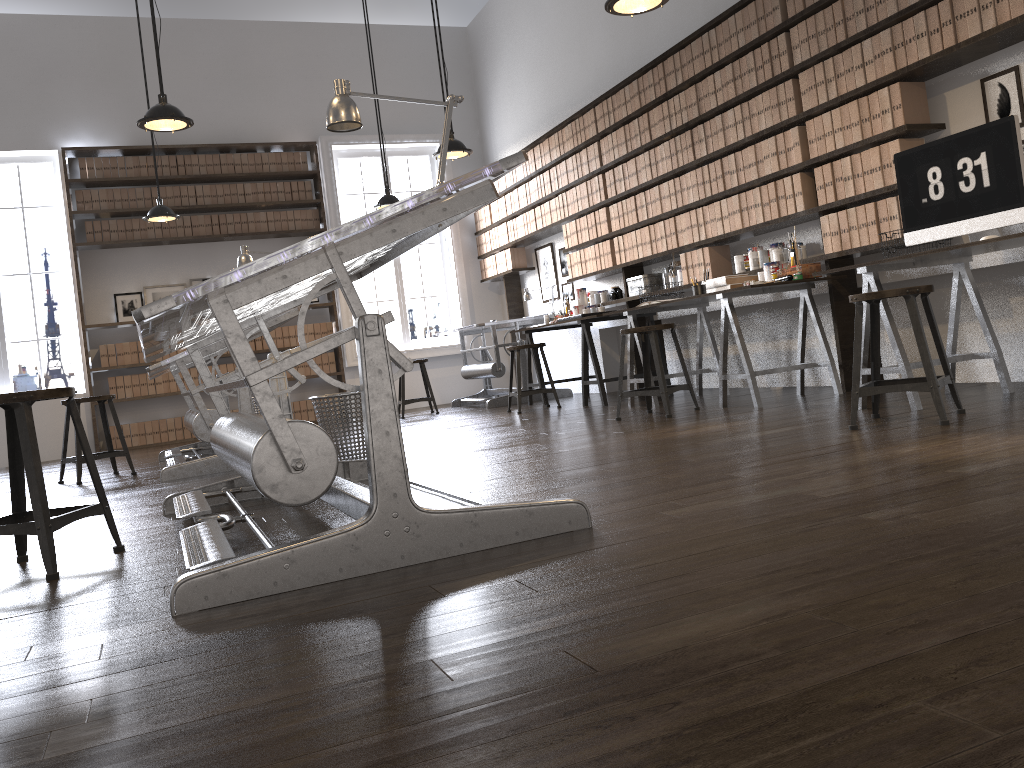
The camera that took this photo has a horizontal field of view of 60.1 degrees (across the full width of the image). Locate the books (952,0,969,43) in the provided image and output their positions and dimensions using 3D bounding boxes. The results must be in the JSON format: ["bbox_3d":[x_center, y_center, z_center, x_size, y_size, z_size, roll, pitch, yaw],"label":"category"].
[{"bbox_3d":[2.137,-1.690,4.093,0.175,0.226,0.066,-7,-1,-22],"label":"books"}]

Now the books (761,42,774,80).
[{"bbox_3d":[1.602,-1.933,5.326,0.175,0.226,0.066,-7,-1,-22],"label":"books"}]

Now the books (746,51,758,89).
[{"bbox_3d":[1.548,-1.931,5.462,0.175,0.226,0.066,-7,-1,-22],"label":"books"}]

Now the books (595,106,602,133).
[{"bbox_3d":[0.788,-2.173,7.268,0.175,0.226,0.066,-7,-1,-22],"label":"books"}]

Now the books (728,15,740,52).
[{"bbox_3d":[1.466,-2.204,5.584,0.175,0.226,0.066,-7,-1,-22],"label":"books"}]

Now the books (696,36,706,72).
[{"bbox_3d":[1.332,-2.198,5.911,0.175,0.226,0.066,-7,-1,-22],"label":"books"}]

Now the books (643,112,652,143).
[{"bbox_3d":[1.081,-1.910,6.613,0.175,0.226,0.066,-7,-1,-22],"label":"books"}]

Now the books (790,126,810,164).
[{"bbox_3d":[1.729,-1.388,5.168,0.175,0.226,0.066,-7,-1,-22],"label":"books"}]

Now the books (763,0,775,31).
[{"bbox_3d":[1.597,-2.211,5.270,0.175,0.226,0.066,-7,-1,-22],"label":"books"}]

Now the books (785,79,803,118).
[{"bbox_3d":[1.698,-1.664,5.177,0.175,0.226,0.066,-7,-1,-22],"label":"books"}]

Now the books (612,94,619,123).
[{"bbox_3d":[0.894,-2.178,7.012,0.175,0.226,0.066,-7,-1,-22],"label":"books"}]

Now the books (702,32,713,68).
[{"bbox_3d":[1.359,-2.199,5.844,0.175,0.226,0.066,-7,-1,-22],"label":"books"}]

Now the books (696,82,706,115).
[{"bbox_3d":[1.346,-1.922,5.974,0.175,0.226,0.066,-7,-1,-22],"label":"books"}]

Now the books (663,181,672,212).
[{"bbox_3d":[1.209,-1.364,6.461,0.175,0.226,0.066,-7,-1,-22],"label":"books"}]

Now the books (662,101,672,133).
[{"bbox_3d":[1.183,-1.914,6.358,0.175,0.226,0.066,-7,-1,-22],"label":"books"}]

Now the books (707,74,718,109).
[{"bbox_3d":[1.393,-1.924,5.842,0.175,0.226,0.066,-7,-1,-22],"label":"books"}]

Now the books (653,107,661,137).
[{"bbox_3d":[1.136,-1.912,6.485,0.175,0.226,0.066,-7,-1,-22],"label":"books"}]

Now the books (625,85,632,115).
[{"bbox_3d":[0.970,-2.181,6.814,0.175,0.226,0.066,-7,-1,-22],"label":"books"}]

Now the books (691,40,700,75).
[{"bbox_3d":[1.312,-2.197,5.971,0.175,0.226,0.066,-7,-1,-22],"label":"books"}]

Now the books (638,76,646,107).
[{"bbox_3d":[1.046,-2.185,6.633,0.175,0.226,0.066,-7,-1,-22],"label":"books"}]

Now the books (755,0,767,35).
[{"bbox_3d":[1.571,-2.209,5.336,0.175,0.226,0.066,-7,-1,-22],"label":"books"}]

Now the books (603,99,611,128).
[{"bbox_3d":[0.834,-2.175,7.141,0.175,0.226,0.066,-7,-1,-22],"label":"books"}]

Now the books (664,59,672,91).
[{"bbox_3d":[1.182,-2.191,6.298,0.175,0.226,0.066,-7,-1,-22],"label":"books"}]

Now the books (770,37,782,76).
[{"bbox_3d":[1.634,-1.935,5.260,0.175,0.226,0.066,-7,-1,-22],"label":"books"}]

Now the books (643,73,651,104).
[{"bbox_3d":[1.073,-2.186,6.567,0.175,0.226,0.066,-7,-1,-22],"label":"books"}]

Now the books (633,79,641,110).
[{"bbox_3d":[1.016,-2.183,6.693,0.175,0.226,0.066,-7,-1,-22],"label":"books"}]

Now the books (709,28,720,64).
[{"bbox_3d":[1.389,-2.201,5.778,0.175,0.226,0.066,-7,-1,-22],"label":"books"}]

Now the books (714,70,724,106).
[{"bbox_3d":[1.422,-1.925,5.776,0.175,0.226,0.066,-7,-1,-22],"label":"books"}]

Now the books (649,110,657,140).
[{"bbox_3d":[1.114,-1.911,6.547,0.175,0.226,0.066,-7,-1,-22],"label":"books"}]

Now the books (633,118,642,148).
[{"bbox_3d":[1.027,-1.907,6.749,0.175,0.226,0.066,-7,-1,-22],"label":"books"}]

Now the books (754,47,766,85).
[{"bbox_3d":[1.579,-1.933,5.398,0.175,0.226,0.066,-7,-1,-22],"label":"books"}]

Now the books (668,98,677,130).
[{"bbox_3d":[1.213,-1.916,6.293,0.175,0.226,0.066,-7,-1,-22],"label":"books"}]

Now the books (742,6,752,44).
[{"bbox_3d":[1.519,-2.207,5.460,0.175,0.226,0.066,-7,-1,-22],"label":"books"}]

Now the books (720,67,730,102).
[{"bbox_3d":[1.447,-1.927,5.718,0.175,0.226,0.066,-7,-1,-22],"label":"books"}]

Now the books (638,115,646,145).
[{"bbox_3d":[1.058,-1.909,6.685,0.175,0.226,0.066,-7,-1,-22],"label":"books"}]

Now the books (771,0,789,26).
[{"bbox_3d":[1.620,-2.211,5.203,0.175,0.226,0.066,-7,-1,-22],"label":"books"}]

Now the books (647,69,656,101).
[{"bbox_3d":[1.096,-2.187,6.500,0.175,0.226,0.066,-7,-1,-22],"label":"books"}]

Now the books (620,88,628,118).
[{"bbox_3d":[0.941,-2.180,6.880,0.175,0.226,0.066,-7,-1,-22],"label":"books"}]

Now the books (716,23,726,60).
[{"bbox_3d":[1.419,-2.202,5.715,0.175,0.226,0.066,-7,-1,-22],"label":"books"}]

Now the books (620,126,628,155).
[{"bbox_3d":[0.947,-1.903,6.942,0.175,0.226,0.066,-7,-1,-22],"label":"books"}]

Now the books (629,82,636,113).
[{"bbox_3d":[0.995,-2.183,6.757,0.175,0.226,0.066,-7,-1,-22],"label":"books"}]

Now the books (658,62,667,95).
[{"bbox_3d":[1.150,-2.190,6.365,0.175,0.226,0.066,-7,-1,-22],"label":"books"}]

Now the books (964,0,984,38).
[{"bbox_3d":[2.156,-1.690,4.029,0.175,0.226,0.066,-7,-1,-22],"label":"books"}]

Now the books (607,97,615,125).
[{"bbox_3d":[0.865,-2.177,7.075,0.175,0.226,0.066,-7,-1,-22],"label":"books"}]

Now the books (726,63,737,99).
[{"bbox_3d":[1.468,-1.927,5.654,0.175,0.226,0.066,-7,-1,-22],"label":"books"}]

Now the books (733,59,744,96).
[{"bbox_3d":[1.498,-1.929,5.594,0.175,0.226,0.066,-7,-1,-22],"label":"books"}]

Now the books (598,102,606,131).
[{"bbox_3d":[0.807,-2.174,7.208,0.175,0.226,0.066,-7,-1,-22],"label":"books"}]

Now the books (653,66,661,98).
[{"bbox_3d":[1.127,-2.189,6.436,0.175,0.226,0.066,-7,-1,-22],"label":"books"}]

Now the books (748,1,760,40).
[{"bbox_3d":[1.540,-2.207,5.396,0.175,0.226,0.066,-7,-1,-22],"label":"books"}]

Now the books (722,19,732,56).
[{"bbox_3d":[1.443,-2.203,5.650,0.175,0.226,0.066,-7,-1,-22],"label":"books"}]

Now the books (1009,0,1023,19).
[{"bbox_3d":[2.240,-1.695,3.835,0.175,0.226,0.066,-7,-1,-22],"label":"books"}]

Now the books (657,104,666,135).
[{"bbox_3d":[1.156,-1.913,6.425,0.175,0.226,0.066,-7,-1,-22],"label":"books"}]

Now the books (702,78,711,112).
[{"bbox_3d":[1.371,-1.923,5.908,0.175,0.226,0.066,-7,-1,-22],"label":"books"}]

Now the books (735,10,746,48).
[{"bbox_3d":[1.494,-2.205,5.517,0.175,0.226,0.066,-7,-1,-22],"label":"books"}]

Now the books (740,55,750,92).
[{"bbox_3d":[1.525,-1.930,5.529,0.175,0.226,0.066,-7,-1,-22],"label":"books"}]

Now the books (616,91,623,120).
[{"bbox_3d":[0.919,-2.179,6.947,0.175,0.226,0.066,-7,-1,-22],"label":"books"}]
